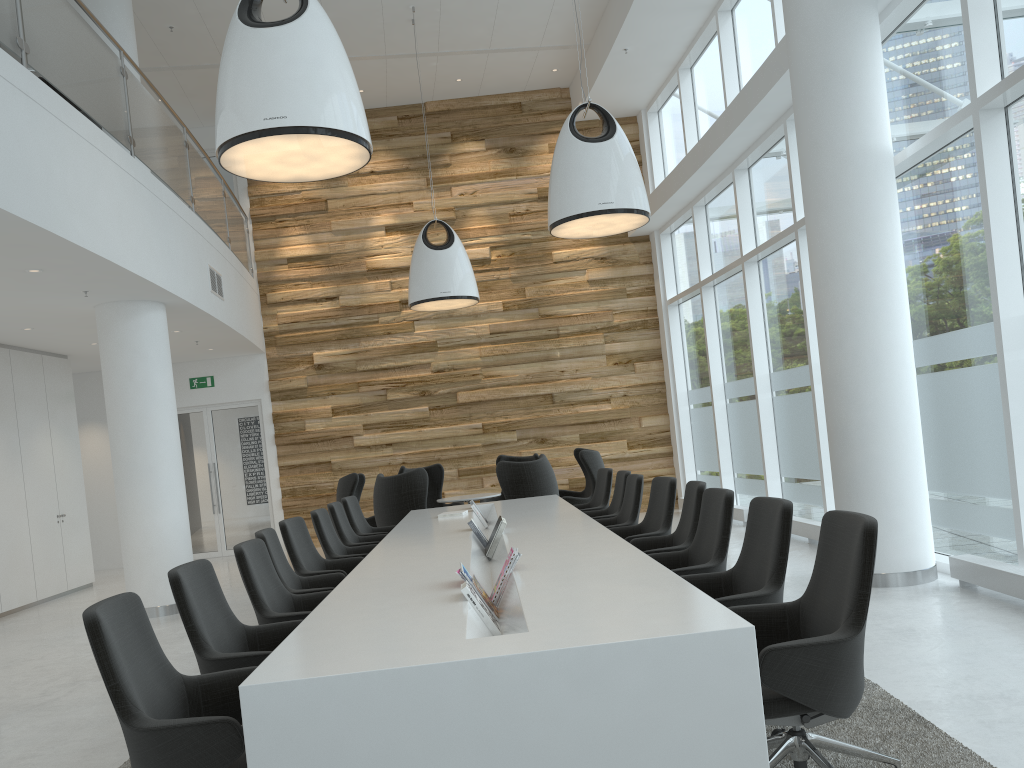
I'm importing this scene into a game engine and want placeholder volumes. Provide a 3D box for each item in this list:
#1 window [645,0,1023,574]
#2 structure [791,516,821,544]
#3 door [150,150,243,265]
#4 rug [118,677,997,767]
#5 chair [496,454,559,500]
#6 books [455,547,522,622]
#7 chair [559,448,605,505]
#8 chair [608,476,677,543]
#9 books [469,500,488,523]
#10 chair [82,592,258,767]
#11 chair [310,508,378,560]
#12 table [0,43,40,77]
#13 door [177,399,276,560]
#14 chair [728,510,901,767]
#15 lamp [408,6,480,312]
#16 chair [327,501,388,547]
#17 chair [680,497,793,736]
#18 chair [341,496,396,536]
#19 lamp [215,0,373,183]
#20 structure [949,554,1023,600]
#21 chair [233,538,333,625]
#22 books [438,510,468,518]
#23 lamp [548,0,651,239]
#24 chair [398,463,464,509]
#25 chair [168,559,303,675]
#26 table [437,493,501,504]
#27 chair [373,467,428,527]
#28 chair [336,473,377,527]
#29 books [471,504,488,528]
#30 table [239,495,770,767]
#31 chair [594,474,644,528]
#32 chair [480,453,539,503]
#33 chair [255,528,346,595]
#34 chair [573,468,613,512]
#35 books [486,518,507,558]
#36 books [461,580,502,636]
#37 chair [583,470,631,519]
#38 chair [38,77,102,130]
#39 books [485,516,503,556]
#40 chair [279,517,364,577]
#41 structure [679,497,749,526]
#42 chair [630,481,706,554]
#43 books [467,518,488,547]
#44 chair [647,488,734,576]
[{"bbox_3d":[-17.510,0.755,9.664,63.156,6.140,30.732,-9,-4,37],"label":"window"},{"bbox_3d":[3.016,1.484,8.820,0.150,0.213,2.694,-6,-3,-4],"label":"structure"},{"bbox_3d":[-5.104,-2.415,13.916,1.805,2.402,0.132,-6,0,0],"label":"door"},{"bbox_3d":[-0.249,1.775,6.172,3.937,0.010,13.468,-6,-4,-2],"label":"rug"},{"bbox_3d":[0.106,1.390,9.986,0.911,1.152,0.921,-5,-1,-42],"label":"chair"},{"bbox_3d":[-0.084,0.929,4.101,0.231,0.275,0.596,-7,-3,18],"label":"books"},{"bbox_3d":[0.730,1.389,11.054,0.916,1.152,0.916,-6,-1,-12],"label":"chair"},{"bbox_3d":[0.893,1.169,6.287,0.673,0.966,0.686,-6,-1,-8],"label":"chair"},{"bbox_3d":[-0.318,1.224,8.474,0.153,0.241,0.183,-6,-1,-2],"label":"books"},{"bbox_3d":[-1.025,1.169,2.956,0.673,0.966,0.686,-6,-1,-8],"label":"chair"},{"bbox_3d":[-1.211,1.434,6.924,0.673,0.966,0.686,-6,-1,-3],"label":"chair"},{"bbox_3d":[-4.039,-2.158,6.922,0.802,0.754,0.797,-7,-2,37],"label":"table"},{"bbox_3d":[-4.680,1.526,13.945,1.805,2.402,0.132,-6,0,0],"label":"door"},{"bbox_3d":[0.983,0.962,3.109,0.674,0.966,0.685,-6,-1,2],"label":"chair"},{"bbox_3d":[-1.028,-2.783,10.938,0.887,3.647,0.881,-6,0,36],"label":"lamp"},{"bbox_3d":[-1.253,1.489,7.742,0.673,0.966,0.686,-6,-1,-3],"label":"chair"},{"bbox_3d":[0.954,1.016,3.922,0.673,0.966,0.686,-6,-1,-3],"label":"chair"},{"bbox_3d":[-1.282,1.543,8.555,0.674,0.966,0.685,-6,-1,2],"label":"chair"},{"bbox_3d":[-1.436,-3.101,5.093,0.887,3.647,0.880,-6,0,43],"label":"lamp"},{"bbox_3d":[3.163,1.225,4.894,0.150,0.213,2.693,-6,-3,-1],"label":"structure"},{"bbox_3d":[-1.080,1.279,4.645,0.673,0.966,0.686,-6,-1,-3],"label":"chair"},{"bbox_3d":[-0.523,1.151,7.856,0.224,0.026,0.264,-7,-4,7],"label":"books"},{"bbox_3d":[0.557,-3.161,7.591,0.887,3.647,0.880,-6,0,41],"label":"lamp"},{"bbox_3d":[-1.126,1.645,11.968,0.911,1.152,0.921,-5,-1,-42],"label":"chair"},{"bbox_3d":[-1.093,1.230,3.830,0.673,0.966,0.686,-6,-1,-3],"label":"chair"},{"bbox_3d":[-0.496,1.740,10.971,0.801,0.696,0.798,-7,-2,22],"label":"table"},{"bbox_3d":[-1.071,1.515,9.967,0.916,1.152,0.916,-6,-1,18],"label":"chair"},{"bbox_3d":[-1.675,1.640,10.934,0.916,1.152,0.916,-6,-1,-12],"label":"chair"},{"bbox_3d":[-0.298,1.208,8.137,0.139,0.223,0.162,-6,-1,-2],"label":"books"},{"bbox_3d":[-0.123,1.369,5.837,1.500,0.739,6.566,-6,-3,-3],"label":"table"},{"bbox_3d":[0.781,1.226,7.020,0.673,0.966,0.686,-6,-1,-3],"label":"chair"},{"bbox_3d":[0.032,1.523,12.015,0.916,1.152,0.916,-6,-1,18],"label":"chair"},{"bbox_3d":[-1.192,1.337,5.377,0.673,0.966,0.686,-6,-1,-8],"label":"chair"},{"bbox_3d":[0.726,1.336,8.709,0.673,0.966,0.686,-6,-1,-8],"label":"chair"},{"bbox_3d":[-0.109,1.046,6.046,0.158,0.241,0.353,-6,-2,-3],"label":"books"},{"bbox_3d":[-0.127,0.913,3.604,0.143,0.226,0.204,-6,-1,-3],"label":"books"},{"bbox_3d":[0.794,1.275,7.835,0.673,0.966,0.686,-6,-1,-3],"label":"chair"},{"bbox_3d":[-4.100,-2.302,7.801,0.912,1.152,0.919,-6,-1,-12],"label":"chair"},{"bbox_3d":[-0.126,1.028,6.026,0.139,0.229,0.357,-6,-2,-3],"label":"books"},{"bbox_3d":[-1.242,1.391,6.161,0.674,0.966,0.685,-6,-1,2],"label":"chair"},{"bbox_3d":[2.737,1.709,11.969,0.150,0.213,2.695,-6,-3,-7],"label":"structure"},{"bbox_3d":[0.944,1.115,5.503,0.674,0.966,0.685,-6,-1,2],"label":"chair"},{"bbox_3d":[-0.233,1.083,6.378,0.153,0.238,0.191,-6,-1,-2],"label":"books"},{"bbox_3d":[0.912,1.071,4.740,0.673,0.966,0.686,-6,-1,-3],"label":"chair"}]
